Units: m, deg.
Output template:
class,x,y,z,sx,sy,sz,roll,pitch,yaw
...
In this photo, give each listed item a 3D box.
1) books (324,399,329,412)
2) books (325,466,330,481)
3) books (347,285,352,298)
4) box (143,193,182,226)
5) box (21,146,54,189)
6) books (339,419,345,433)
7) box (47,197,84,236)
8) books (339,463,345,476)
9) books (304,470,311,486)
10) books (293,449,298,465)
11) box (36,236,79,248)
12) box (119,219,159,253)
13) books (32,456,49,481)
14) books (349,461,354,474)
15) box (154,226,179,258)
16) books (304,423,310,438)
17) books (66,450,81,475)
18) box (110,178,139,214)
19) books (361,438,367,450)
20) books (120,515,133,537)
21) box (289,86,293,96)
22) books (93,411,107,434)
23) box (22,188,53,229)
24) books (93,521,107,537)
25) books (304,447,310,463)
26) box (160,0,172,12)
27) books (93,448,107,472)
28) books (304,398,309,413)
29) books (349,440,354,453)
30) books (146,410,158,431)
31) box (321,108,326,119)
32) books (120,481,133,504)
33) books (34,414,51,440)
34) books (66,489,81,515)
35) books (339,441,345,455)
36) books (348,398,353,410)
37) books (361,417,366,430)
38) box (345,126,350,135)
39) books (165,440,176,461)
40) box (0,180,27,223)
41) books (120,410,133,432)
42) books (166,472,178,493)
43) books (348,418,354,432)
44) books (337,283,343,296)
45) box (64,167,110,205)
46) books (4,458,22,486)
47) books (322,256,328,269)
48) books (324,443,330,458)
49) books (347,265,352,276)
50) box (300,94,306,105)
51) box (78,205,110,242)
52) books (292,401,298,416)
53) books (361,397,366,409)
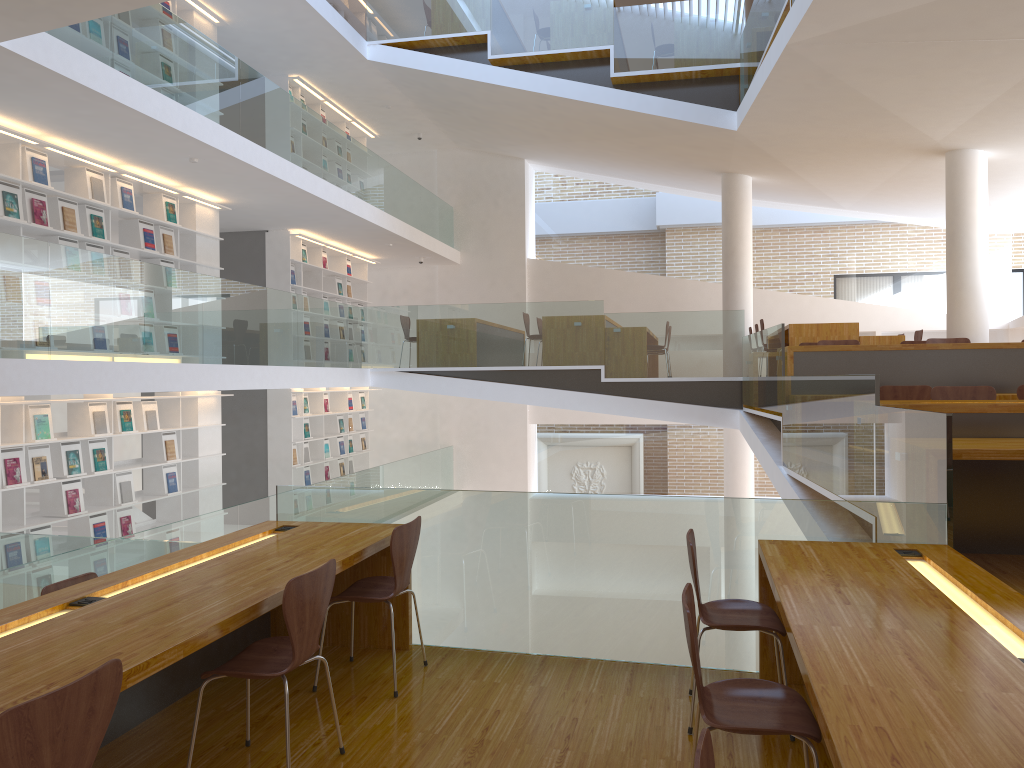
class,x,y,z,sx,sy,sz,roll,pitch,yaw
books,-2.684,0.323,12.824,0.037,0.210,0.145,0,0,12
books,-2.675,1.296,12.829,0.037,0.210,0.145,0,0,12
books,-2.514,-1.420,13.704,0.037,0.210,0.145,0,0,12
box,-3.546,-1.757,8.997,0.274,0.296,0.245,0,0,12
box,-3.923,-1.745,7.197,0.274,0.296,0.245,0,0,12
books,-2.567,0.634,13.372,0.037,0.210,0.145,0,0,12
box,-3.847,-1.418,7.549,0.274,0.296,0.245,0,0,12
books,-2.557,1.295,13.378,0.037,0.210,0.145,0,0,12
books,-2.808,1.296,12.180,0.037,0.210,0.145,0,0,12
books,-2.898,0.970,11.781,0.037,0.210,0.145,0,0,12
box,-3.843,-1.089,7.552,0.274,0.296,0.245,0,0,12
box,-3.622,-1.428,8.618,0.274,0.296,0.245,0,0,12
books,-3.812,0.694,7.172,0.037,0.210,0.145,0,0,12
books,-2.489,1.293,13.703,0.037,0.210,0.145,0,0,12
box,-3.553,-1.428,8.950,0.274,0.296,0.245,0,0,12
books,-2.816,0.646,12.168,0.037,0.210,0.145,0,0,12
books,-3.727,0.669,7.539,0.037,0.210,0.145,0,0,12
box,-3.692,-1.752,8.300,0.274,0.296,0.245,0,0,12
books,-2.378,0.969,14.245,0.037,0.210,0.145,0,0,12
books,-3.575,1.333,8.227,0.037,0.210,0.145,0,0,12
box,-3.046,-3.822,11.767,0.274,0.296,0.245,0,0,12
books,-3.655,0.347,7.873,0.037,0.210,0.145,0,0,12
box,-3.932,-1.415,7.201,0.274,0.296,0.245,0,0,12
books,-3.651,1.335,7.867,0.037,0.210,0.145,0,0,12
books,-2.816,0.977,12.154,0.037,0.210,0.145,0,0,12
box,-3.576,-3.803,8.931,0.274,0.296,0.245,0,0,12
books,-3.653,0.678,7.868,0.037,0.210,0.145,0,0,12
books,-2.827,0.291,12.143,0.037,0.210,0.145,0,0,12
books,-2.492,0.968,13.702,0.037,0.210,0.145,0,0,12
books,-3.499,0.362,8.617,0.037,0.210,0.145,0,0,12
box,-2.823,-3.831,12.819,0.274,0.296,0.245,0,0,12
books,-3.575,1.012,8.227,0.037,0.210,0.145,0,0,12
books,-3.801,0.352,7.177,0.037,0.210,0.145,0,0,12
books,-3.724,1.002,7.530,0.037,0.210,0.145,0,0,12
books,-2.561,0.970,13.373,0.037,0.210,0.145,0,0,12
books,-2.498,0.317,13.713,0.037,0.210,0.145,0,0,12
books,-2.382,0.644,14.240,0.037,0.210,0.145,0,0,12
box,-2.636,-3.836,13.721,0.274,0.296,0.245,0,0,12
books,-3.435,0.670,8.922,0.037,0.210,0.145,0,0,12
box,-3.982,-1.414,6.901,0.274,0.296,0.245,0,0,12
books,-3.579,0.345,8.236,0.037,0.210,0.145,0,0,12
books,-3.426,0.998,8.940,0.037,0.210,0.145,0,0,12
books,-2.495,0.631,13.715,0.037,0.210,0.145,0,0,12
books,-2.586,-1.418,13.362,0.037,0.210,0.145,0,0,12
box,-3.777,-1.749,7.892,0.274,0.296,0.245,0,0,12
books,-3.865,0.681,6.871,0.037,0.210,0.145,0,0,12
books,-2.704,-1.729,12.813,0.037,0.210,0.145,0,0,12
books,-2.678,0.967,12.827,0.037,0.210,0.145,0,0,12
books,-2.517,-1.735,13.703,0.037,0.210,0.145,0,0,12
box,-2.964,-3.825,12.155,0.274,0.296,0.245,0,0,12
box,-3.776,-1.420,7.887,0.274,0.296,0.245,0,0,12
books,-2.897,0.327,11.793,0.037,0.210,0.145,0,0,12
books,-2.388,0.307,14.239,0.037,0.210,0.145,0,0,12
